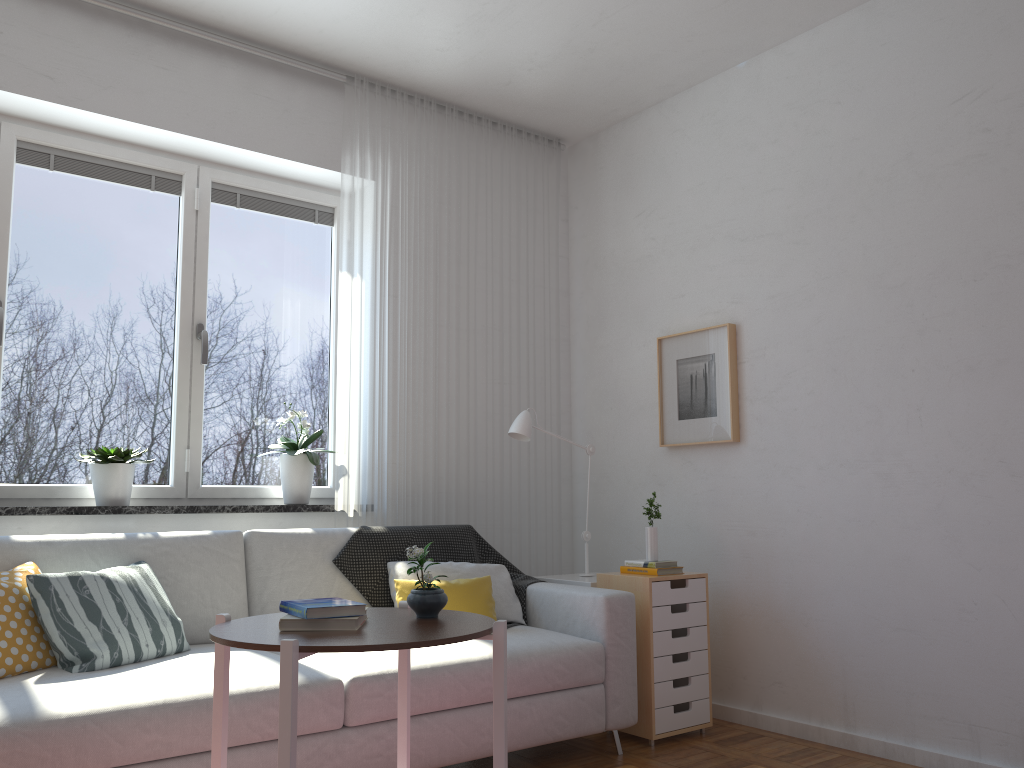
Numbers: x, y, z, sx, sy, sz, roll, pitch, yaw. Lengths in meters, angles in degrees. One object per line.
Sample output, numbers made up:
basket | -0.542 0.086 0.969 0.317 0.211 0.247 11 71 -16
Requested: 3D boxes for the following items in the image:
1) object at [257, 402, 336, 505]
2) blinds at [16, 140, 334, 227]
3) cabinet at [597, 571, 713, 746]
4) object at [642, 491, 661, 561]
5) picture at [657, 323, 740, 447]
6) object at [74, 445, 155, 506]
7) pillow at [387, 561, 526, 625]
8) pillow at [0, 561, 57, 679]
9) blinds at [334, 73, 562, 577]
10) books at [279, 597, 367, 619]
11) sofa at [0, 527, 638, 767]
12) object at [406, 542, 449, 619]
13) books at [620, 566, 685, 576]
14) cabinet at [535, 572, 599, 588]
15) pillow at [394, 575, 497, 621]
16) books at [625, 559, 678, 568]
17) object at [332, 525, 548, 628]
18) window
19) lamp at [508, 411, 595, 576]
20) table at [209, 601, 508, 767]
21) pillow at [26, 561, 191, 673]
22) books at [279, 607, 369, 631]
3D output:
object | -0.976 0.314 3.937 0.340 0.443 0.286 -6 -9 40
blinds | -1.991 -0.911 3.430 2.847 0.098 0.015 6 -9 -37
cabinet | 0.585 1.107 3.654 0.349 0.642 0.302 5 -9 -37
object | 0.586 0.592 3.695 0.082 0.287 0.085 4 -8 -31
picture | 0.845 0.016 4.063 0.050 0.523 0.431 5 -9 -37
object | -1.539 0.353 3.428 0.284 0.237 0.267 -5 -9 34
pillow | -0.220 0.841 3.555 0.532 0.259 0.301 3 -8 -24
pillow | -1.514 0.691 2.578 0.313 0.317 0.465 -3 -8 20
blinds | -0.245 0.058 4.265 1.293 2.881 0.055 5 -9 -37
books | -0.414 0.488 1.936 0.136 0.024 0.175 4 -9 -32
sofa | -0.783 0.928 3.008 2.463 0.841 1.005 5 -9 -37
object | -0.201 0.456 2.069 0.096 0.174 0.109 -5 -8 31
books | 0.583 0.774 3.691 0.164 0.028 0.211 5 -10 -37
cabinet | 0.373 1.178 4.010 0.400 0.599 0.401 5 -9 -37
pillow | -0.245 0.829 3.345 0.401 0.194 0.211 2 -8 -20
books | 0.579 0.747 3.689 0.136 0.024 0.175 5 -10 -37
object | -0.232 0.918 3.729 0.677 0.646 0.980 -3 -8 22
window | -1.966 -0.299 3.330 3.022 1.507 0.151 5 -9 -37
lamp | -0.616 0.550 2.089 0.332 1.343 4.600 -3 -8 22
table | -0.341 0.856 1.921 0.618 0.686 0.618 5 -9 -39
pillow | -1.239 0.713 2.769 0.309 0.288 0.470 -3 -8 23
books | -0.410 0.517 1.957 0.162 0.026 0.209 0 -8 -3
